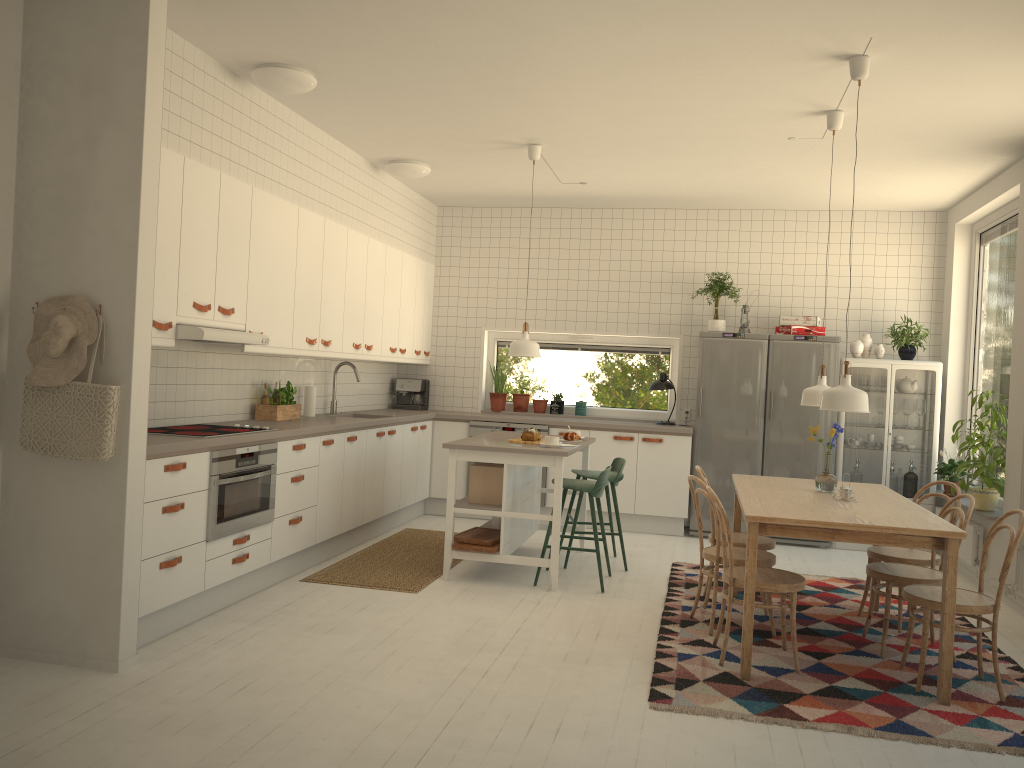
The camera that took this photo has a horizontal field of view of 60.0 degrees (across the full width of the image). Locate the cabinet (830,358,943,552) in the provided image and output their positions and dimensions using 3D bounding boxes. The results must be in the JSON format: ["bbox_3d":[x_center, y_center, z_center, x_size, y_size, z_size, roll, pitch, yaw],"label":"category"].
[{"bbox_3d":[3.120,0.594,7.473,0.789,1.592,0.453,3,0,12],"label":"cabinet"}]

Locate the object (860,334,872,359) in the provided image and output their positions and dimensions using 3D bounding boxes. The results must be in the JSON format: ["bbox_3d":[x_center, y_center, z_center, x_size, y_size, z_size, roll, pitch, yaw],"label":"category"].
[{"bbox_3d":[2.968,-0.314,7.442,0.102,0.206,0.102,3,0,-4],"label":"object"}]

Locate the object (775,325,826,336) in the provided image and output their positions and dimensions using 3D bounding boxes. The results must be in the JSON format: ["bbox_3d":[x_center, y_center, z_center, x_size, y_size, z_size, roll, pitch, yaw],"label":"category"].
[{"bbox_3d":[2.470,-0.449,7.604,0.309,0.082,0.312,3,1,-8],"label":"object"}]

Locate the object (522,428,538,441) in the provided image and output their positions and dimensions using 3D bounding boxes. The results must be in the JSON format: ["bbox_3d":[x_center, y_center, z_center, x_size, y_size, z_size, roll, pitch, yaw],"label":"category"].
[{"bbox_3d":[0.119,0.334,5.885,0.086,0.087,0.090,3,1,20],"label":"object"}]

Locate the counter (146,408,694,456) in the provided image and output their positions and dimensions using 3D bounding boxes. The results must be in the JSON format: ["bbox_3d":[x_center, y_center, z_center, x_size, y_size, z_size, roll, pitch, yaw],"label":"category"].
[{"bbox_3d":[-0.260,0.389,5.994,2.856,0.163,4.844,3,1,12],"label":"counter"}]

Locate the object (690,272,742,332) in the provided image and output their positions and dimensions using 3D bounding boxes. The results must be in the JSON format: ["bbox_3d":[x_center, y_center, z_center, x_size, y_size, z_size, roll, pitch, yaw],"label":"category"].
[{"bbox_3d":[1.787,-0.715,7.665,0.474,0.545,0.468,3,1,26],"label":"object"}]

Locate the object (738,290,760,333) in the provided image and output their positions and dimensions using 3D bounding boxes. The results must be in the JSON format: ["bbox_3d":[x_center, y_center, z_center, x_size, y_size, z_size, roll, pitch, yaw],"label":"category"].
[{"bbox_3d":[2.027,-0.621,7.618,0.163,0.383,0.154,3,0,35],"label":"object"}]

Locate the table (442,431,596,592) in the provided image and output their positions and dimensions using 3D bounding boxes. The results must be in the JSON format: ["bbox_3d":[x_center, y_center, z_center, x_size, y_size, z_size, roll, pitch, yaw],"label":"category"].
[{"bbox_3d":[0.081,0.823,6.164,0.794,0.864,1.424,3,1,12],"label":"table"}]

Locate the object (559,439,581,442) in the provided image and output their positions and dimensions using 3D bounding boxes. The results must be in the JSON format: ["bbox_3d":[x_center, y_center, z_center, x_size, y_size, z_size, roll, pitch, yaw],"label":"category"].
[{"bbox_3d":[0.415,0.402,6.289,0.167,0.005,0.167,3,1,8],"label":"object"}]

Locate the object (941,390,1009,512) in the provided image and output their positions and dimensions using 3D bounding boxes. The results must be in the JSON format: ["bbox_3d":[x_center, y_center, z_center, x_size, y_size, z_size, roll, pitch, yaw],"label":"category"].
[{"bbox_3d":[3.261,0.461,6.153,0.485,0.841,0.615,3,0,-9],"label":"object"}]

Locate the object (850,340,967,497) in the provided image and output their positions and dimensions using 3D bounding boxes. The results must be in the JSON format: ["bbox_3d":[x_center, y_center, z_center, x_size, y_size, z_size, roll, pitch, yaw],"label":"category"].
[{"bbox_3d":[3.174,0.262,7.119,0.943,1.208,0.261,3,0,28],"label":"object"}]

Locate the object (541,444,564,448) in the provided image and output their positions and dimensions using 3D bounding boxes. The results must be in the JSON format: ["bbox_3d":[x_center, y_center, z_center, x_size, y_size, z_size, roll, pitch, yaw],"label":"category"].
[{"bbox_3d":[0.255,0.395,5.684,0.160,0.020,0.160,3,1,-22],"label":"object"}]

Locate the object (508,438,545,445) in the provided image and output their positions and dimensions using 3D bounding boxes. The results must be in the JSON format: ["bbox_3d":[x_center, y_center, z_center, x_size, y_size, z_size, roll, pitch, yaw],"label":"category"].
[{"bbox_3d":[0.135,0.386,5.950,0.237,0.019,0.306,3,1,29],"label":"object"}]

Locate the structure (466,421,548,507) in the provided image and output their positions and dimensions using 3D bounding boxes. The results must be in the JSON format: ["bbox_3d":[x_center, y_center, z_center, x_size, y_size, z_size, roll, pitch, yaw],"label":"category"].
[{"bbox_3d":[0.021,0.701,8.140,0.706,0.710,0.704,3,0,12],"label":"structure"}]

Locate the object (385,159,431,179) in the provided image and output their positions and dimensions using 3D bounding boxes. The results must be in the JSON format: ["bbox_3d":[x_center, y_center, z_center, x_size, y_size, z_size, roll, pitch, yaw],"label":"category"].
[{"bbox_3d":[-0.805,-1.651,6.865,0.351,0.101,0.351,2,1,-36],"label":"object"}]

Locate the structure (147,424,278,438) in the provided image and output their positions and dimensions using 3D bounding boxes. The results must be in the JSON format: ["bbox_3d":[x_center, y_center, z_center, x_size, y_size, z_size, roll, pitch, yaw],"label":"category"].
[{"bbox_3d":[-1.672,0.259,4.775,0.504,0.057,0.763,3,1,12],"label":"structure"}]

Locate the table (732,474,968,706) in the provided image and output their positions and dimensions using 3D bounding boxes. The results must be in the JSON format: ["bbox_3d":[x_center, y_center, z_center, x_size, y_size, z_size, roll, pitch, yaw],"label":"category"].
[{"bbox_3d":[1.623,0.966,4.643,0.894,0.749,1.797,3,1,12],"label":"table"}]

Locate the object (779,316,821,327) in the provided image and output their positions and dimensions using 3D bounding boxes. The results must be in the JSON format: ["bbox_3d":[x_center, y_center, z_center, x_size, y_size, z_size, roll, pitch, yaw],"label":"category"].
[{"bbox_3d":[2.473,-0.531,7.607,0.312,0.082,0.308,3,1,25],"label":"object"}]

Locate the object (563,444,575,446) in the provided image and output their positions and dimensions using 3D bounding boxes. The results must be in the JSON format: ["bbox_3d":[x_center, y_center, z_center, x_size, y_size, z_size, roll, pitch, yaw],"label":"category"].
[{"bbox_3d":[0.335,0.404,5.835,0.167,0.005,0.167,3,1,8],"label":"object"}]

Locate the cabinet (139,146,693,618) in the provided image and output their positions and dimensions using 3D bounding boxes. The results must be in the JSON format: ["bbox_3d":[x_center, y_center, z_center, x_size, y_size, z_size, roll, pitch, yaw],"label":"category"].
[{"bbox_3d":[-0.242,-0.008,5.992,2.853,2.159,4.844,3,1,12],"label":"cabinet"}]

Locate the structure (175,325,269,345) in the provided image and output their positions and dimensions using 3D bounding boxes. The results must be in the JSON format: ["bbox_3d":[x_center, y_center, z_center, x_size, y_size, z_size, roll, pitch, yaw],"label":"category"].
[{"bbox_3d":[-1.689,-0.267,4.793,0.482,0.073,0.681,3,1,12],"label":"structure"}]

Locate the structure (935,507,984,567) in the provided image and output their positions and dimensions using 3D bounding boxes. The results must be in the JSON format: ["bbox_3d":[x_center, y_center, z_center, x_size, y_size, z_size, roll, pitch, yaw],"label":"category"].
[{"bbox_3d":[3.356,1.130,6.641,0.113,0.276,1.016,3,1,12],"label":"structure"}]

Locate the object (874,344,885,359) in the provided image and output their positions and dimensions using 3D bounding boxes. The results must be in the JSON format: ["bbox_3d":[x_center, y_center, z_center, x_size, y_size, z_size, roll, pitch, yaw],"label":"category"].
[{"bbox_3d":[3.049,-0.269,7.359,0.082,0.126,0.082,3,0,-16],"label":"object"}]

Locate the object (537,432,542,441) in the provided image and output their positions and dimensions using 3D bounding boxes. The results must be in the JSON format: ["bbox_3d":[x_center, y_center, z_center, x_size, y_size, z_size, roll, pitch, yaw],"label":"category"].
[{"bbox_3d":[0.157,0.349,5.959,0.083,0.057,0.072,3,1,18],"label":"object"}]

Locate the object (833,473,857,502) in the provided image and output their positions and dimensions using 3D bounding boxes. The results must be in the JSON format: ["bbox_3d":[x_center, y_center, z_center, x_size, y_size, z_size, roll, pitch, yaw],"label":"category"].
[{"bbox_3d":[1.720,0.529,4.572,0.095,0.138,0.155,3,1,12],"label":"object"}]

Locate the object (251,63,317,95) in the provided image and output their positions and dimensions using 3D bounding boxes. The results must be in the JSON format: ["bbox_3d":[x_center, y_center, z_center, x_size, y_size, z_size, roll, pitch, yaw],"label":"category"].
[{"bbox_3d":[-1.243,-1.648,4.837,0.351,0.101,0.351,2,1,-36],"label":"object"}]

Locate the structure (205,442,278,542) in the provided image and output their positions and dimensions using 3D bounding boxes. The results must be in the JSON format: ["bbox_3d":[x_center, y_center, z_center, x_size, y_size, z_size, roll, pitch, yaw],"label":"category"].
[{"bbox_3d":[-1.734,0.541,4.794,0.704,0.447,0.682,3,1,12],"label":"structure"}]

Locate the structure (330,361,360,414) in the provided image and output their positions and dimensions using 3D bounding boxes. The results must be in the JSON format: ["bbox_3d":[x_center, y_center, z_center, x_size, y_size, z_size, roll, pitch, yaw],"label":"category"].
[{"bbox_3d":[-1.313,0.033,6.992,0.236,0.421,0.063,3,0,19],"label":"structure"}]

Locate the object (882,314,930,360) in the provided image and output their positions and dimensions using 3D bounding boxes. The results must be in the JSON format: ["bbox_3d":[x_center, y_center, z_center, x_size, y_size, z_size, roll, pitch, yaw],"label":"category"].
[{"bbox_3d":[3.303,-0.385,7.425,0.371,0.385,0.373,3,1,31],"label":"object"}]

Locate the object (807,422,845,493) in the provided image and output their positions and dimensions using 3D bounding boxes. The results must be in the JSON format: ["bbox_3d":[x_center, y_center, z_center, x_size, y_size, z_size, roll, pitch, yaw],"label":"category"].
[{"bbox_3d":[1.735,0.400,4.871,0.144,0.388,0.206,3,0,-26],"label":"object"}]

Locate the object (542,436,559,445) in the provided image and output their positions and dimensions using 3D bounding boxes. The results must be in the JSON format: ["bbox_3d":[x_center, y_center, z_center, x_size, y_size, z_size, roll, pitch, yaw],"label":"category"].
[{"bbox_3d":[0.254,0.366,5.683,0.098,0.064,0.094,3,1,-30],"label":"object"}]
